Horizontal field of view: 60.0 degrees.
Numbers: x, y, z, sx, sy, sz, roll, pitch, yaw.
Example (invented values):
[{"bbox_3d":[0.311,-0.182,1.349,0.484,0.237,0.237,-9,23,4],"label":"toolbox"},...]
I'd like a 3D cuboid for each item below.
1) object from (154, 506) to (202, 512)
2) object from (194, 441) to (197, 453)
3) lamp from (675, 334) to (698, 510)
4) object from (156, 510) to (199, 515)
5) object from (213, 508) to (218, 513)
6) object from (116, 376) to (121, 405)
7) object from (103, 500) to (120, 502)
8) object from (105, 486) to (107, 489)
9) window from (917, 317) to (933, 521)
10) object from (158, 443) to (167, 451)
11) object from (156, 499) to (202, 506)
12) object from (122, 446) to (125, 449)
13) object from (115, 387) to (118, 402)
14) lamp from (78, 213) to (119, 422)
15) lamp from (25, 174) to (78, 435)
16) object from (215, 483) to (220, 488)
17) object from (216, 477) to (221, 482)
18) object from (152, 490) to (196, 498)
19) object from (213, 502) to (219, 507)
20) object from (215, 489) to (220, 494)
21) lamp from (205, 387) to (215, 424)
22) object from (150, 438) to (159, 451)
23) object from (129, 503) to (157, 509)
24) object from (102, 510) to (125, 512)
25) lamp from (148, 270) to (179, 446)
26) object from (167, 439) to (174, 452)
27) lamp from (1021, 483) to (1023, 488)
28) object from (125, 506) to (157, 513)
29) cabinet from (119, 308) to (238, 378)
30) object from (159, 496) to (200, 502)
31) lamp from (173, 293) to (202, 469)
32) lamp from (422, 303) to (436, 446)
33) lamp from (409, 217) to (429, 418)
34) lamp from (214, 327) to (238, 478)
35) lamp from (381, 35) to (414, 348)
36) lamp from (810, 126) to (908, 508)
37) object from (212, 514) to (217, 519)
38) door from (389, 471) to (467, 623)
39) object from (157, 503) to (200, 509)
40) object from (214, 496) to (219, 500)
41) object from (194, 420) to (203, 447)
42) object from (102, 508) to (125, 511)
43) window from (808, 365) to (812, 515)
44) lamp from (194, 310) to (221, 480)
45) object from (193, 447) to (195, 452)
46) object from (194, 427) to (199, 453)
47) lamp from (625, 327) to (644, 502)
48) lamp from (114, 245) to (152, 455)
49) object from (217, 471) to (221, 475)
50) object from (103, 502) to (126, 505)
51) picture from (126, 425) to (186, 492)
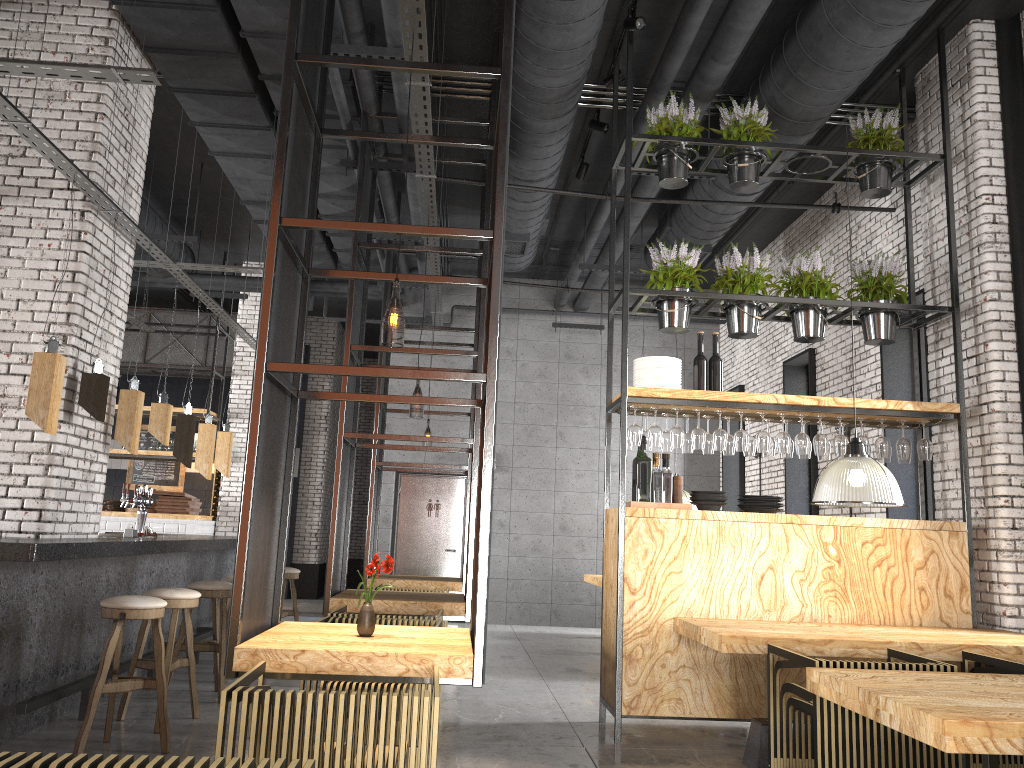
[{"bbox_3d":[-4.408,1.659,11.725,0.405,0.044,0.633,3,-10,-1],"label":"object"},{"bbox_3d":[-4.289,0.860,12.139,0.118,0.181,0.118,-2,-11,20],"label":"object"},{"bbox_3d":[1.728,0.182,9.335,0.536,2.415,0.535,-4,-13,32],"label":"lamp"},{"bbox_3d":[-4.410,1.703,11.717,0.405,0.044,0.633,4,-10,-8],"label":"object"},{"bbox_3d":[-4.998,2.129,14.951,0.079,0.080,0.280,3,-10,-3],"label":"object"},{"bbox_3d":[-5.571,0.119,12.525,0.098,0.460,0.098,8,-12,-25],"label":"object"},{"bbox_3d":[-5.317,1.550,11.739,0.406,0.019,0.457,-7,-13,43],"label":"object"},{"bbox_3d":[-5.472,1.496,11.631,0.241,0.339,0.486,6,-11,-17],"label":"object"},{"bbox_3d":[3.528,0.644,7.411,0.365,2.709,0.746,3,-11,-3],"label":"window"},{"bbox_3d":[-4.777,0.839,12.142,0.118,0.181,0.118,12,-14,-43],"label":"object"},{"bbox_3d":[-4.404,1.572,11.742,0.405,0.044,0.633,3,-10,-3],"label":"object"},{"bbox_3d":[-5.334,0.696,12.297,0.098,0.473,0.098,5,-11,-15],"label":"object"},{"bbox_3d":[-5.562,0.096,12.393,0.098,0.460,0.098,8,-12,-25],"label":"object"},{"bbox_3d":[-2.626,-0.454,5.713,0.127,1.400,0.127,3,-11,-3],"label":"lamp"},{"bbox_3d":[-2.588,-0.487,5.061,0.127,1.552,0.127,3,-11,-3],"label":"lamp"},{"bbox_3d":[-4.981,1.715,15.031,0.079,0.079,0.282,3,-10,-3],"label":"object"},{"bbox_3d":[-4.977,1.614,15.066,0.079,0.079,0.282,3,-10,-3],"label":"object"},{"bbox_3d":[-4.448,1.471,11.694,0.406,0.094,0.634,3,-10,-6],"label":"object"},{"bbox_3d":[-4.993,2.024,14.962,0.079,0.080,0.280,3,-10,-3],"label":"object"},{"bbox_3d":[-4.983,1.815,14.988,0.079,0.079,0.282,3,-10,-3],"label":"object"},{"bbox_3d":[-5.182,0.514,15.202,0.390,0.941,0.389,3,-11,-1],"label":"lamp"},{"bbox_3d":[-4.899,0.836,12.153,0.118,0.181,0.118,11,-13,-39],"label":"object"},{"bbox_3d":[-4.858,1.589,11.723,0.436,0.154,0.439,-7,-14,43],"label":"object"},{"bbox_3d":[-5.303,1.678,11.717,0.458,0.019,0.405,-4,-11,32],"label":"object"},{"bbox_3d":[-2.709,-0.226,6.986,0.127,1.425,0.127,3,-11,-3],"label":"lamp"},{"bbox_3d":[-4.654,0.844,12.140,0.118,0.181,0.118,-4,-12,29],"label":"object"},{"bbox_3d":[2.217,-0.805,3.464,0.536,2.415,0.535,-4,-13,32],"label":"lamp"},{"bbox_3d":[-4.864,1.655,11.708,0.437,0.098,0.435,-1,-11,21],"label":"object"},{"bbox_3d":[-7.000,-0.352,14.695,5.863,1.775,0.679,3,-11,-3],"label":"cabinet"},{"bbox_3d":[-4.402,1.528,11.750,0.405,0.044,0.633,4,-10,-9],"label":"object"},{"bbox_3d":[-2.753,-0.056,7.612,0.127,1.552,0.127,3,-11,-3],"label":"lamp"},{"bbox_3d":[-0.846,-0.105,9.315,0.108,1.605,0.108,-3,-12,28],"label":"lamp"},{"bbox_3d":[-0.681,-0.538,6.750,0.108,1.605,0.108,-8,-15,43],"label":"lamp"},{"bbox_3d":[-2.835,0.159,8.888,0.127,1.552,0.127,3,-11,-3],"label":"lamp"},{"bbox_3d":[-0.518,-0.963,4.233,0.108,1.605,0.108,9,-13,-31],"label":"lamp"},{"bbox_3d":[2.089,-0.469,5.451,0.536,2.415,0.535,-4,-13,32],"label":"lamp"},{"bbox_3d":[-5.003,2.236,14.946,0.079,0.080,0.280,3,-10,-3],"label":"object"},{"bbox_3d":[-1.172,2.279,12.586,1.120,2.111,0.158,3,-11,-3],"label":"door"},{"bbox_3d":[-4.406,1.616,11.733,0.405,0.044,0.633,4,-10,-7],"label":"object"},{"bbox_3d":[-4.990,1.925,15.005,0.079,0.080,0.280,3,-10,-3],"label":"object"},{"bbox_3d":[-4.370,0.711,12.383,0.140,0.552,0.096,2,-11,1],"label":"object"},{"bbox_3d":[-5.285,1.662,11.713,0.406,0.019,0.457,8,-11,-30],"label":"object"},{"bbox_3d":[3.376,1.042,9.766,0.365,2.709,0.746,3,-11,-3],"label":"window"},{"bbox_3d":[-2.795,0.081,8.245,0.127,1.613,0.127,3,-11,-3],"label":"lamp"},{"bbox_3d":[-4.414,0.862,12.184,0.118,0.181,0.118,6,-11,-19],"label":"object"},{"bbox_3d":[-4.373,0.787,12.374,0.157,0.407,0.105,2,-11,1],"label":"object"},{"bbox_3d":[1.618,0.468,11.027,0.536,2.415,0.535,-6,-14,38],"label":"lamp"},{"bbox_3d":[-2.670,-0.272,6.336,0.127,1.552,0.127,3,-11,-3],"label":"lamp"},{"bbox_3d":[-4.971,1.507,15.062,0.079,0.079,0.282,3,-10,-3],"label":"object"},{"bbox_3d":[-5.294,1.583,11.734,0.457,0.019,0.406,-5,-12,39],"label":"object"},{"bbox_3d":[-6.119,1.286,15.325,0.980,1.146,0.020,3,-11,-3],"label":"picture"}]
